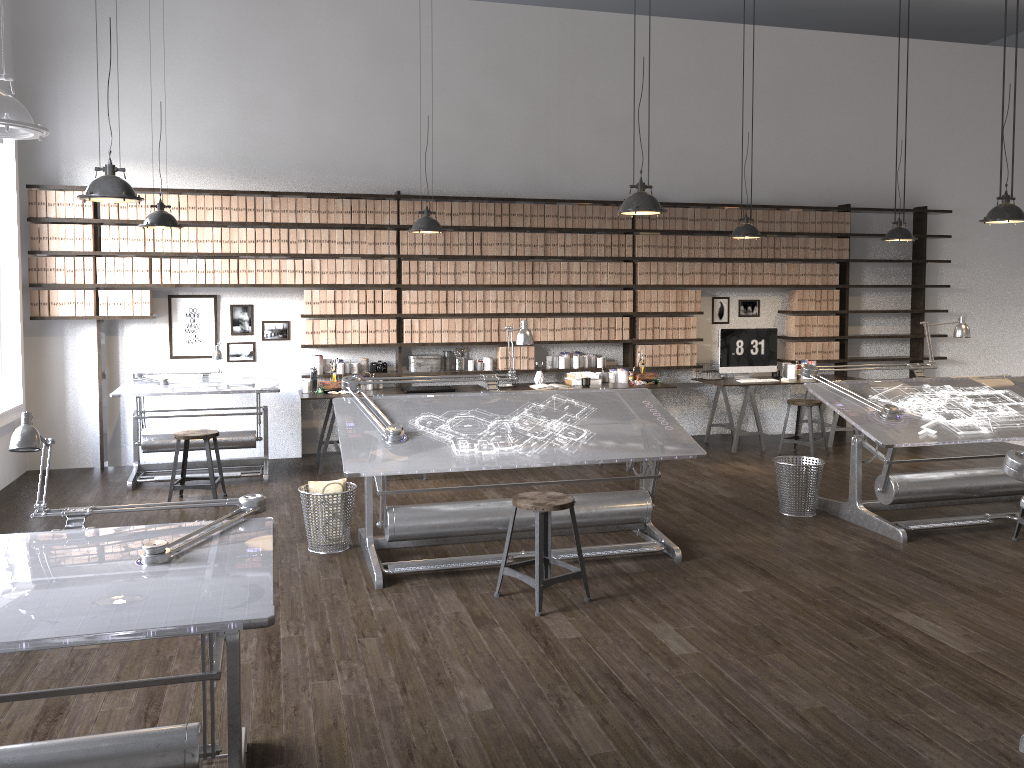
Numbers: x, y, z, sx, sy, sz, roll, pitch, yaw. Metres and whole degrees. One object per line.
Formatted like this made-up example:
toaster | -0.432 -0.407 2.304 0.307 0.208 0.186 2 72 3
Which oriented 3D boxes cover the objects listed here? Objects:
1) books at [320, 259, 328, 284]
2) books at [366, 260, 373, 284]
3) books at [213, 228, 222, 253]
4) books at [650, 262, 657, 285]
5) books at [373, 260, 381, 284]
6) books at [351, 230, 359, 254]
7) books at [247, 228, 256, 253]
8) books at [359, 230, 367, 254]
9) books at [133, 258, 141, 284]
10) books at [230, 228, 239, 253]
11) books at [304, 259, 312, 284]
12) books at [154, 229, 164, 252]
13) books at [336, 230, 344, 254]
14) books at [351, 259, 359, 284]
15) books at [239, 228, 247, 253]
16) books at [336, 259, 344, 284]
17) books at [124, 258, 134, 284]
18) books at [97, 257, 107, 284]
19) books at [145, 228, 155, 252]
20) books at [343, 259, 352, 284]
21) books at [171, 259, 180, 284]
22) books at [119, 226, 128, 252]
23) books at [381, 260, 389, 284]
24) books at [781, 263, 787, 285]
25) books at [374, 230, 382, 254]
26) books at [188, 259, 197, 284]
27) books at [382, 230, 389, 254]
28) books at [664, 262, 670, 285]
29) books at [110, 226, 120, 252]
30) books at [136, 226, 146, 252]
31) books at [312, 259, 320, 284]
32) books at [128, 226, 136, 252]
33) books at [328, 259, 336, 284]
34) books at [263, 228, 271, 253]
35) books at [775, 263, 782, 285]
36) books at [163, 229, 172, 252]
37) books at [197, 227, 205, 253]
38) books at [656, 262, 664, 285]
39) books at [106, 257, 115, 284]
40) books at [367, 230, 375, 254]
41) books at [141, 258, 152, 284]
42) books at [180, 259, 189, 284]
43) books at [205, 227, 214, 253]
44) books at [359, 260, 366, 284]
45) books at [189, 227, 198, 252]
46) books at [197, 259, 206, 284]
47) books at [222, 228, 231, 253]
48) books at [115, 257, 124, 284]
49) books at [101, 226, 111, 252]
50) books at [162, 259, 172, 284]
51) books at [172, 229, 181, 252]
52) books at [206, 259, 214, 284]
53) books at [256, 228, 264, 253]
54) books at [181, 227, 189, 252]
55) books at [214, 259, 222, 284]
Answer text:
books | -1.721 -1.025 8.093 0.067 0.225 0.175 -1 4 -15
books | -1.326 -1.036 8.199 0.067 0.225 0.175 -1 4 -15
books | -2.599 -1.265 7.835 0.067 0.225 0.175 -1 4 -15
books | 1.398 -1.114 8.929 0.067 0.225 0.175 -1 4 -15
books | -1.257 -1.038 8.217 0.067 0.225 0.175 -1 4 -15
books | -1.447 -1.299 8.151 0.067 0.225 0.175 -1 4 -15
books | -2.327 -1.273 7.907 0.067 0.225 0.175 -1 4 -15
books | -1.380 -1.301 8.171 0.067 0.225 0.175 -1 4 -15
books | -3.236 -0.981 7.680 0.067 0.225 0.175 -1 4 -15
books | -2.466 -1.270 7.877 0.067 0.225 0.175 -1 4 -15
books | -1.857 -1.020 8.049 0.067 0.225 0.175 -1 4 -15
books | -3.067 -1.252 7.714 0.067 0.225 0.175 -1 4 -15
books | -1.584 -1.295 8.111 0.067 0.225 0.175 -1 4 -15
books | -1.455 -1.032 8.163 0.067 0.225 0.175 -1 4 -15
books | -2.397 -1.271 7.891 0.067 0.225 0.175 -1 4 -15
books | -1.585 -1.028 8.124 0.067 0.225 0.175 -1 4 -15
books | -3.308 -0.978 7.662 0.067 0.225 0.175 -1 4 -15
books | -3.511 -0.972 7.601 0.067 0.225 0.175 -1 4 -15
books | -3.138 -1.250 7.689 0.067 0.225 0.175 -1 4 -15
books | -1.515 -1.030 8.145 0.067 0.225 0.175 -1 4 -15
books | -2.942 -0.982 7.761 0.067 0.225 0.175 -1 4 -15
books | -3.333 -1.244 7.635 0.067 0.225 0.175 -1 4 -15
books | -1.188 -1.040 8.232 0.067 0.225 0.175 -1 4 -15
books | 2.820 -1.155 9.318 0.067 0.225 0.175 -1 4 -15
books | -1.247 -1.305 8.204 0.067 0.225 0.175 -1 4 -15
books | -2.807 -0.986 7.796 0.067 0.225 0.175 -1 4 -15
books | -1.186 -1.307 8.219 0.067 0.225 0.175 -1 4 -15
books | 1.533 -1.118 8.973 0.067 0.225 0.175 -1 4 -15
books | -3.403 -1.242 7.616 0.067 0.225 0.175 -1 4 -15
books | -3.210 -1.248 7.675 0.067 0.225 0.175 -1 4 -15
books | -1.788 -1.022 8.071 0.067 0.225 0.175 -1 4 -15
books | -3.273 -1.246 7.655 0.067 0.225 0.175 -1 4 -15
books | -1.653 -1.027 8.109 0.067 0.225 0.175 -1 4 -15
books | -2.197 -1.277 7.946 0.067 0.225 0.175 -1 4 -15
books | 2.751 -1.153 9.295 0.067 0.225 0.175 -1 4 -15
books | -2.997 -1.254 7.728 0.067 0.225 0.175 -1 4 -15
books | -2.731 -1.262 7.803 0.067 0.225 0.175 -1 4 -15
books | 1.467 -1.116 8.951 0.067 0.225 0.175 -1 4 -15
books | -3.442 -0.974 7.623 0.067 0.225 0.175 -1 4 -15
books | -1.311 -1.303 8.182 0.067 0.225 0.175 -1 4 -15
books | -3.173 -0.982 7.692 0.067 0.225 0.175 -1 4 -15
books | -2.875 -0.984 7.781 0.067 0.225 0.175 -1 4 -15
books | -2.670 -1.263 7.817 0.067 0.225 0.175 -1 4 -15
books | -1.389 -1.034 8.176 0.067 0.225 0.175 -1 4 -15
books | -2.794 -1.260 7.781 0.067 0.225 0.175 -1 4 -15
books | -2.736 -0.987 7.811 0.067 0.225 0.175 -1 4 -15
books | -2.533 -1.268 7.857 0.067 0.225 0.175 -1 4 -15
books | -3.376 -0.977 7.645 0.067 0.225 0.175 -1 4 -15
books | -3.474 -1.240 7.600 0.067 0.225 0.175 -1 4 -15
books | -3.009 -0.980 7.739 0.067 0.225 0.175 -1 4 -15
books | -2.929 -1.256 7.750 0.067 0.225 0.175 -1 4 -15
books | -2.666 -0.989 7.830 0.067 0.225 0.175 -1 4 -15
books | -2.257 -1.275 7.926 0.067 0.225 0.175 -1 4 -15
books | -2.861 -1.258 7.769 0.067 0.225 0.175 -1 4 -15
books | -2.606 -0.992 7.851 0.067 0.225 0.175 -1 4 -15
